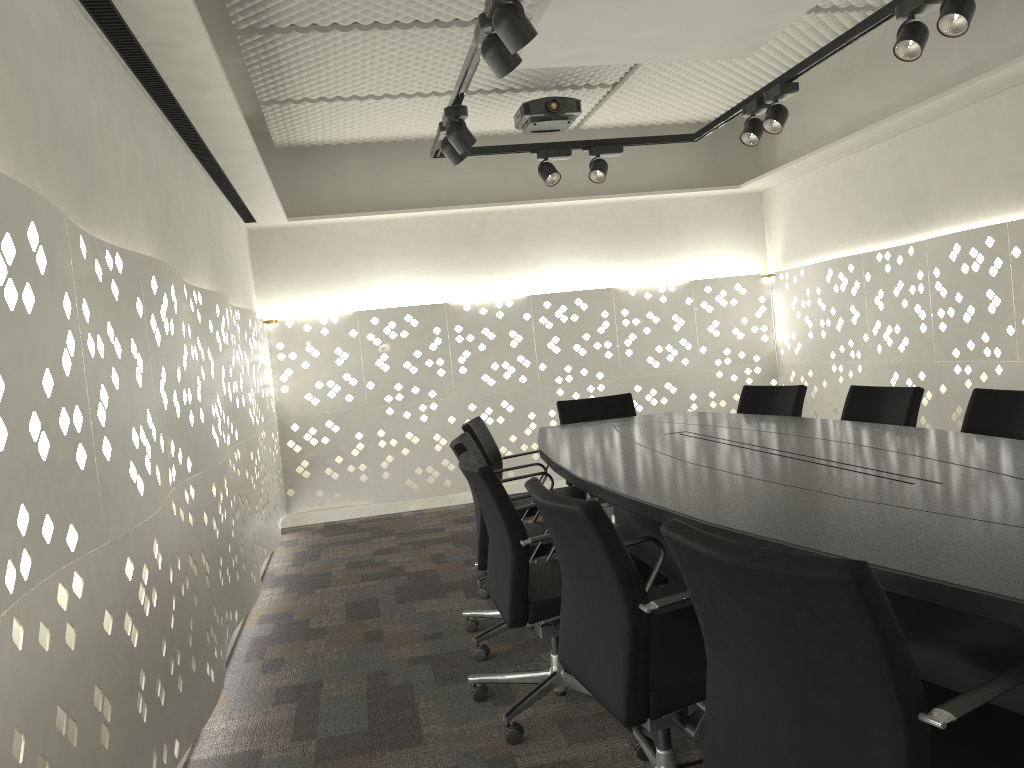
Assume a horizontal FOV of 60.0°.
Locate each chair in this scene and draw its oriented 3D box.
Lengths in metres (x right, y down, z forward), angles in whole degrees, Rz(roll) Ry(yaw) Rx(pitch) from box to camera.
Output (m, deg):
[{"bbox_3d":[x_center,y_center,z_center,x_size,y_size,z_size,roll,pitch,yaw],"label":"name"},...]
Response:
[{"bbox_3d":[1.116,0.402,4.176,0.579,0.757,0.559,-7,3,-21],"label":"chair"},{"bbox_3d":[0.528,0.447,4.552,0.559,0.757,0.579,-6,2,-6],"label":"chair"},{"bbox_3d":[0.562,0.575,1.398,0.579,0.757,0.559,-7,3,-21],"label":"chair"},{"bbox_3d":[0.129,0.567,2.633,0.579,0.757,0.559,-6,2,-6],"label":"chair"},{"bbox_3d":[1.509,0.416,2.881,0.579,0.757,0.559,-6,2,-6],"label":"chair"},{"bbox_3d":[0.063,0.517,4.003,0.579,0.757,0.559,-5,2,9],"label":"chair"},{"bbox_3d":[1.352,0.405,3.532,0.579,0.757,0.559,-6,2,-11],"label":"chair"},{"bbox_3d":[0.060,0.548,3.266,0.579,0.757,0.559,-6,2,4],"label":"chair"},{"bbox_3d":[0.331,0.574,1.968,0.579,0.757,0.559,-6,2,-11],"label":"chair"}]

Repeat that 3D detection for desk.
[{"bbox_3d":[0.829,0.540,2.797,1.223,0.658,3.364,-6,2,-10],"label":"desk"}]

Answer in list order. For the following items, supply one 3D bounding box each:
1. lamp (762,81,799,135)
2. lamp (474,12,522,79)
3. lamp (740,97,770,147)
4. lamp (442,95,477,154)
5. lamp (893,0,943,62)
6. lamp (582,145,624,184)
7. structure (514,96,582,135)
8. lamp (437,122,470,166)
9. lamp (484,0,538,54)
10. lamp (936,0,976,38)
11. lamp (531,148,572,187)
[{"bbox_3d":[1.154,-1.208,3.869,0.126,0.224,0.213,-6,2,-7],"label":"lamp"},{"bbox_3d":[-0.039,-1.038,2.704,0.126,0.224,0.213,-6,2,-7],"label":"lamp"},{"bbox_3d":[1.114,-1.213,4.089,0.126,0.224,0.213,-6,2,-7],"label":"lamp"},{"bbox_3d":[-0.216,-1.060,3.672,0.126,0.224,0.213,-6,2,-7],"label":"lamp"},{"bbox_3d":[1.326,-1.186,2.927,0.126,0.224,0.213,-6,2,-7],"label":"lamp"},{"bbox_3d":[0.487,-1.174,4.683,0.214,0.224,0.118,-7,3,-21],"label":"lamp"},{"bbox_3d":[0.195,-1.495,4.944,0.327,0.144,0.371,-6,2,-10],"label":"structure"},{"bbox_3d":[-0.256,-1.065,3.891,0.126,0.224,0.213,-6,2,-7],"label":"lamp"},{"bbox_3d":[0.002,-1.033,2.484,0.126,0.224,0.213,-6,2,-7],"label":"lamp"},{"bbox_3d":[1.366,-1.181,2.707,0.126,0.224,0.213,-6,2,-7],"label":"lamp"},{"bbox_3d":[0.211,-1.143,4.624,0.213,0.224,0.126,-6,2,-7],"label":"lamp"}]
